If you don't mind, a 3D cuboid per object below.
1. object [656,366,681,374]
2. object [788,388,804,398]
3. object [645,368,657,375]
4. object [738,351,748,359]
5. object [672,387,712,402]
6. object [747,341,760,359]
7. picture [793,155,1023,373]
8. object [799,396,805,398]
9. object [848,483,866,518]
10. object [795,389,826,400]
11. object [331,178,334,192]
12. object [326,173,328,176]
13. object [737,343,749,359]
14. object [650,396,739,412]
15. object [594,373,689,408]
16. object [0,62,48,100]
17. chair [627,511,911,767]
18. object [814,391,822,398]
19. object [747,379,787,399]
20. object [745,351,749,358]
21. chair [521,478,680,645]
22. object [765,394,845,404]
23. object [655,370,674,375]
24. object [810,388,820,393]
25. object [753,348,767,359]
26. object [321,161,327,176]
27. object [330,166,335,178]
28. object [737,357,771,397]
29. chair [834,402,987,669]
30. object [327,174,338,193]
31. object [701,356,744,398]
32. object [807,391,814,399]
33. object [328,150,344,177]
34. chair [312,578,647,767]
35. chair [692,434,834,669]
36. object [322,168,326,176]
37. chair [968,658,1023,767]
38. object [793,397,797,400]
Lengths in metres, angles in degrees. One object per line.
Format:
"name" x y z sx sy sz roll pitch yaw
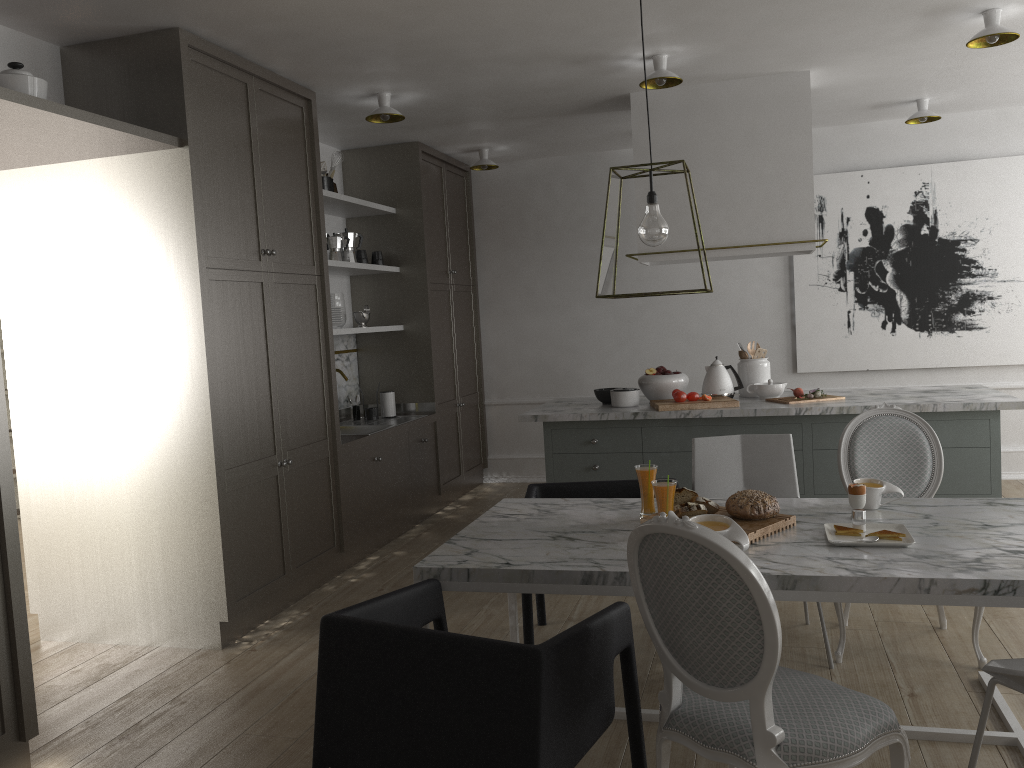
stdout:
"object" 0.859 -0.054 4.857 0.167 0.091 0.071 0 6 41
"object" 1.468 0.044 4.575 0.050 0.051 0.090 -5 4 -21
"object" 0.749 -0.063 4.794 0.061 0.048 0.054 -5 4 -21
"object" 1.308 -0.062 4.858 0.117 0.251 0.061 -4 4 -4
"object" 0.918 0.050 4.527 0.194 0.079 0.135 -3 4 5
"object" 1.337 -0.090 4.929 0.056 0.296 0.131 0 5 35
"picture" 2.655 -0.760 5.804 1.545 1.315 0.039 -2 4 16
"object" 1.466 0.068 4.477 0.030 0.017 0.013 -1 5 24
"object" 1.009 0.340 2.592 0.050 0.101 0.050 -2 4 23
"object" 1.489 0.059 4.496 0.224 0.058 0.116 -7 5 -38
"object" -1.093 -1.127 5.164 0.112 0.128 0.112 -3 4 0
"object" -1.081 -1.164 5.277 0.038 0.183 0.092 -1 5 26
"object" 1.323 -0.084 4.886 0.141 0.290 0.064 -1 5 29
"object" 0.928 0.100 4.543 0.400 0.030 0.290 -3 4 1
"object" 0.711 0.027 4.854 0.491 0.156 0.364 -4 4 -7
"object" -1.584 -0.947 2.843 0.176 0.161 0.174 -2 4 21
"chair" 0.521 0.639 1.896 0.505 0.833 0.480 -7 6 -42
"object" 1.545 0.054 4.485 0.035 0.036 0.037 -3 4 4
"object" 1.360 0.023 4.708 0.172 0.110 0.159 -6 5 -29
"object" 1.330 -0.066 4.928 0.114 0.247 0.050 -2 4 21
"chair" 0.340 0.679 3.206 0.569 0.597 0.609 -3 4 6
"object" 1.497 0.077 4.534 0.330 0.012 0.220 -4 4 -14
"object" 0.815 -0.037 4.820 0.154 0.074 0.135 -3 4 11
"object" 1.567 0.043 4.593 0.057 0.039 0.049 -2 4 13
"object" 1.315 -0.065 4.834 0.149 0.262 0.054 -1 5 31
"object" -1.052 -1.157 5.013 0.039 0.185 0.132 -3 4 7
"object" -1.063 -1.169 5.169 0.083 0.201 0.023 -5 4 -19
"object" 1.333 -0.039 4.882 0.174 0.208 0.174 -1 5 33
"chair" 1.341 0.503 3.110 0.480 0.833 0.505 -2 4 13
"object" -1.071 -1.165 5.282 0.038 0.183 0.092 -1 5 26
"object" 1.121 -0.033 4.791 0.178 0.236 0.204 -7 5 -37
"object" 1.506 0.055 4.480 0.033 0.037 0.034 -4 4 -6
"object" -1.018 -1.260 5.120 0.070 0.187 0.135 -2 4 19
"chair" -0.071 0.790 2.015 0.569 0.597 0.609 -1 5 31
"chair" 0.858 0.577 3.163 0.470 0.745 0.439 -3 4 6
"object" -1.098 -1.168 5.195 0.023 0.202 0.079 -4 4 -4
"chair" 1.190 0.659 1.765 0.470 0.745 0.439 -3 4 1
"object" 1.428 0.073 4.480 0.028 0.010 0.015 -4 4 -10
